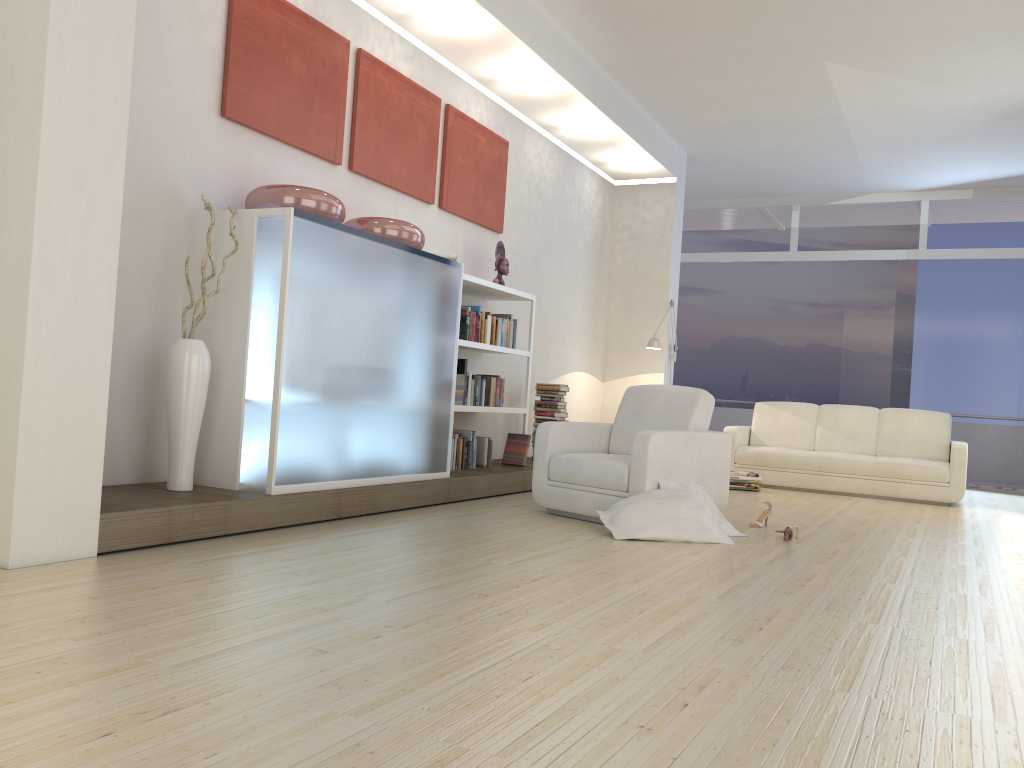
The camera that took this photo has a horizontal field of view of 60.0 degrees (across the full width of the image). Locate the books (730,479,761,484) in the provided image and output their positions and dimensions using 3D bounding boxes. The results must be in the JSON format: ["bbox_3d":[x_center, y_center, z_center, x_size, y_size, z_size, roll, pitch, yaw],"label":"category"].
[{"bbox_3d":[2.117,0.895,8.226,0.328,0.027,0.247,4,-1,2],"label":"books"}]

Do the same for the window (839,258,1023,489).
[{"bbox_3d":[5.534,-0.152,10.639,2.988,2.706,0.012,3,-1,27],"label":"window"}]

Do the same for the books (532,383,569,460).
[{"bbox_3d":[0.357,0.347,7.983,0.329,0.694,0.270,3,-1,27],"label":"books"}]

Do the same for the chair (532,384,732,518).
[{"bbox_3d":[0.782,0.401,5.611,0.941,0.828,0.919,5,-1,-43],"label":"chair"}]

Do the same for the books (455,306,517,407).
[{"bbox_3d":[-0.242,-0.203,6.791,0.215,0.743,0.831,3,-1,27],"label":"books"}]

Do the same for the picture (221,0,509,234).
[{"bbox_3d":[-0.790,-1.757,6.181,0.030,0.794,3.227,3,-1,27],"label":"picture"}]

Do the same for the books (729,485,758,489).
[{"bbox_3d":[2.108,0.943,8.225,0.287,0.018,0.247,4,-1,0],"label":"books"}]

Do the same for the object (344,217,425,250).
[{"bbox_3d":[-0.810,-0.921,5.541,0.534,0.206,0.546,4,-1,-26],"label":"object"}]

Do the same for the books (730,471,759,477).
[{"bbox_3d":[2.115,0.830,8.227,0.287,0.025,0.247,4,-1,0],"label":"books"}]

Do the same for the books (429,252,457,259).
[{"bbox_3d":[-0.553,-0.900,6.298,0.319,0.038,0.247,4,-1,-2],"label":"books"}]

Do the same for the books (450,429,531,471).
[{"bbox_3d":[-0.259,0.497,6.798,0.274,0.281,1.125,3,-1,34],"label":"books"}]

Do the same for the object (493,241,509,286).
[{"bbox_3d":[-0.094,-0.952,7.159,0.133,0.409,0.138,4,-1,-16],"label":"object"}]

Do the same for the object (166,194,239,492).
[{"bbox_3d":[-1.503,-0.198,4.270,0.250,1.422,0.277,3,-1,30],"label":"object"}]

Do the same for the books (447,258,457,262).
[{"bbox_3d":[-0.555,-0.867,6.298,0.328,0.027,0.247,4,-1,2],"label":"books"}]

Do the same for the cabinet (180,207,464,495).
[{"bbox_3d":[-1.041,-0.141,5.174,0.689,1.396,1.670,3,-1,27],"label":"cabinet"}]

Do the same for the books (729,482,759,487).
[{"bbox_3d":[2.134,0.923,8.222,0.287,0.025,0.247,4,-1,11],"label":"books"}]

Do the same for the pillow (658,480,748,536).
[{"bbox_3d":[1.036,0.709,5.064,0.615,0.315,0.312,4,-1,-36],"label":"pillow"}]

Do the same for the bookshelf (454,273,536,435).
[{"bbox_3d":[-0.412,-0.076,6.666,0.465,1.396,1.599,3,-1,27],"label":"bookshelf"}]

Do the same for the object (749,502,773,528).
[{"bbox_3d":[1.580,0.826,5.624,0.089,0.149,0.265,3,-1,40],"label":"object"}]

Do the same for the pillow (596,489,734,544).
[{"bbox_3d":[0.837,0.726,4.849,0.712,0.287,0.299,4,-1,-10],"label":"pillow"}]

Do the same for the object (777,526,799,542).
[{"bbox_3d":[1.581,0.855,5.114,0.121,0.091,0.287,3,-1,26],"label":"object"}]

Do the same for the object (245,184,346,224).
[{"bbox_3d":[-1.175,-0.957,4.826,0.534,0.206,0.546,4,-1,14],"label":"object"}]

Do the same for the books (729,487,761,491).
[{"bbox_3d":[2.112,0.961,8.225,0.328,0.018,0.247,4,-1,2],"label":"books"}]

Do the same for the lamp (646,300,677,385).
[{"bbox_3d":[1.550,-0.005,9.453,0.204,1.841,0.891,3,-1,23],"label":"lamp"}]

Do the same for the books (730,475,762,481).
[{"bbox_3d":[2.119,0.862,8.227,0.319,0.038,0.247,4,-1,-2],"label":"books"}]

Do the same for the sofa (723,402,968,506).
[{"bbox_3d":[3.251,0.630,8.701,2.166,0.862,0.941,3,-1,27],"label":"sofa"}]
